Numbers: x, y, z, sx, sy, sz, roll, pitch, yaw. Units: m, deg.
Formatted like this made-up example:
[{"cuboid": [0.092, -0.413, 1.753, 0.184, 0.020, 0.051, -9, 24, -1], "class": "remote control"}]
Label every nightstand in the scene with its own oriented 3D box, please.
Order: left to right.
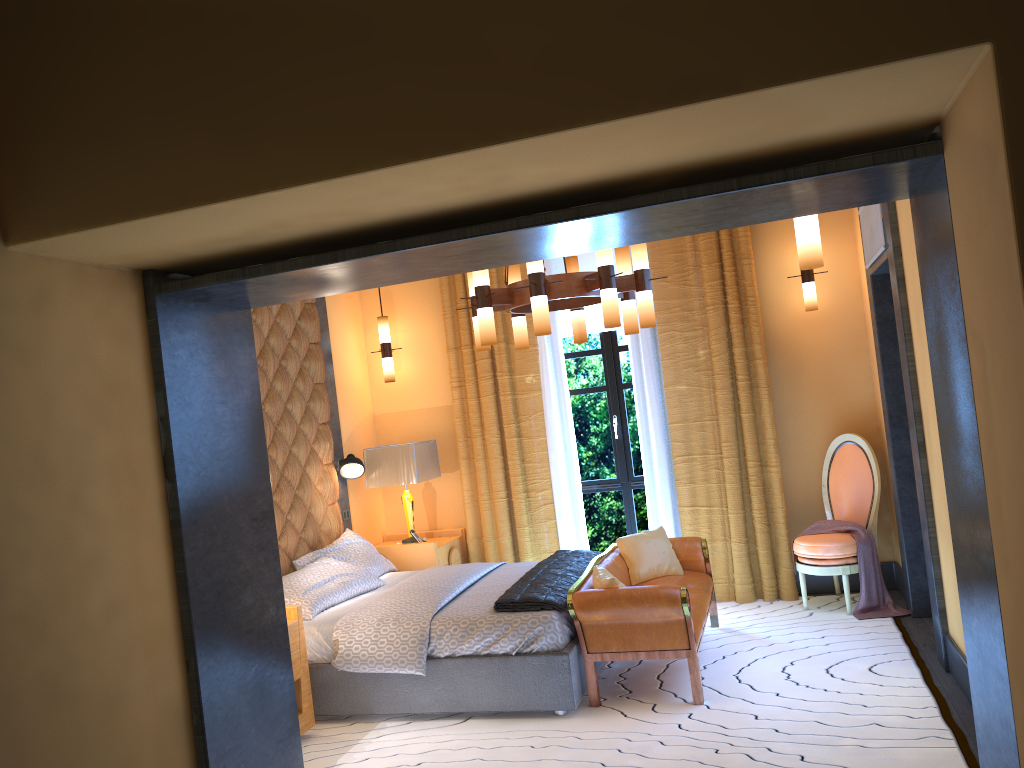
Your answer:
[{"cuboid": [-1.482, 1.553, 4.432, 0.721, 0.700, 0.708, -7, -1, 16], "class": "nightstand"}, {"cuboid": [-0.756, 1.551, 6.948, 0.720, 0.690, 0.680, -7, -1, 16], "class": "nightstand"}]

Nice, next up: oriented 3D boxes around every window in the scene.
[{"cuboid": [0.836, 0.202, 7.076, 1.201, 2.999, 0.130, -7, -1, 16], "class": "window"}]

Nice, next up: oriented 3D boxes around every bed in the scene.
[{"cuboid": [-0.489, 1.357, 5.546, 2.108, 0.824, 1.888, -7, -2, 16], "class": "bed"}]

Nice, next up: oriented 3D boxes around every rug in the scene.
[{"cuboid": [0.400, 1.698, 5.117, 3.705, 0.016, 3.386, -7, -2, 16], "class": "rug"}]

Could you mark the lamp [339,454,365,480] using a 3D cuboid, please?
[{"cuboid": [-1.032, 0.611, 6.665, 0.567, 0.218, 0.231, -6, -1, -26], "class": "lamp"}]

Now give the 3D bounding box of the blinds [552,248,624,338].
[{"cuboid": [0.707, -0.854, 7.076, 1.201, 0.873, 0.013, -7, -1, 16], "class": "blinds"}]

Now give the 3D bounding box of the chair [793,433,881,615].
[{"cuboid": [2.196, 0.936, 6.026, 0.631, 1.147, 0.500, -6, -1, -41], "class": "chair"}]

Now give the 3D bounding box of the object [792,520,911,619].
[{"cuboid": [2.244, 1.206, 5.911, 0.428, 0.572, 0.804, -6, -1, -26], "class": "object"}]

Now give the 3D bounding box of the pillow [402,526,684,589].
[{"cuboid": [0.314, 1.156, 5.943, 1.145, 0.407, 2.632, -6, -2, -32], "class": "pillow"}]

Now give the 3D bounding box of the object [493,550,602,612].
[{"cuboid": [0.269, 1.154, 5.317, 0.405, 0.104, 1.460, -7, -2, 16], "class": "object"}]

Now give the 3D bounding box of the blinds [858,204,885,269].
[{"cuboid": [2.032, -1.506, 5.176, 0.042, 1.576, 0.894, -7, -1, 16], "class": "blinds"}]

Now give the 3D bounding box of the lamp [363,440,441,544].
[{"cuboid": [-0.816, 0.864, 6.853, 0.424, 0.802, 0.505, -7, -1, 16], "class": "lamp"}]

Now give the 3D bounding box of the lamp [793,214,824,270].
[{"cuboid": [1.100, -0.701, 3.347, 0.199, 0.532, 0.199, -6, -1, -29], "class": "lamp"}]

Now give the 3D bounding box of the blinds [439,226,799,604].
[{"cuboid": [0.642, -0.358, 6.699, 2.452, 4.145, 0.134, -7, -1, 16], "class": "blinds"}]

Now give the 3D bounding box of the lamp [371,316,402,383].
[{"cuboid": [-1.013, -0.278, 7.146, 0.199, 0.532, 0.199, -6, -1, -29], "class": "lamp"}]

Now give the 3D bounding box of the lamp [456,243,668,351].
[{"cuboid": [0.165, -1.329, 5.019, 1.142, 2.168, 1.140, -7, -1, 39], "class": "lamp"}]

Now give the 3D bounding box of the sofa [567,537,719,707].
[{"cuboid": [0.834, 1.330, 5.242, 0.651, 0.640, 1.614, -7, -2, 16], "class": "sofa"}]

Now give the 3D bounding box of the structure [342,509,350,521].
[{"cuboid": [-1.243, 0.979, 6.628, 0.016, 0.071, 0.103, -7, -1, 16], "class": "structure"}]

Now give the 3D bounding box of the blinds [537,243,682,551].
[{"cuboid": [0.631, -0.331, 6.789, 2.052, 4.075, 0.236, -7, -1, 14], "class": "blinds"}]

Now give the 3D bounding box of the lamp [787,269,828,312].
[{"cuboid": [2.078, -0.780, 6.241, 0.199, 0.532, 0.199, -6, -1, -29], "class": "lamp"}]
